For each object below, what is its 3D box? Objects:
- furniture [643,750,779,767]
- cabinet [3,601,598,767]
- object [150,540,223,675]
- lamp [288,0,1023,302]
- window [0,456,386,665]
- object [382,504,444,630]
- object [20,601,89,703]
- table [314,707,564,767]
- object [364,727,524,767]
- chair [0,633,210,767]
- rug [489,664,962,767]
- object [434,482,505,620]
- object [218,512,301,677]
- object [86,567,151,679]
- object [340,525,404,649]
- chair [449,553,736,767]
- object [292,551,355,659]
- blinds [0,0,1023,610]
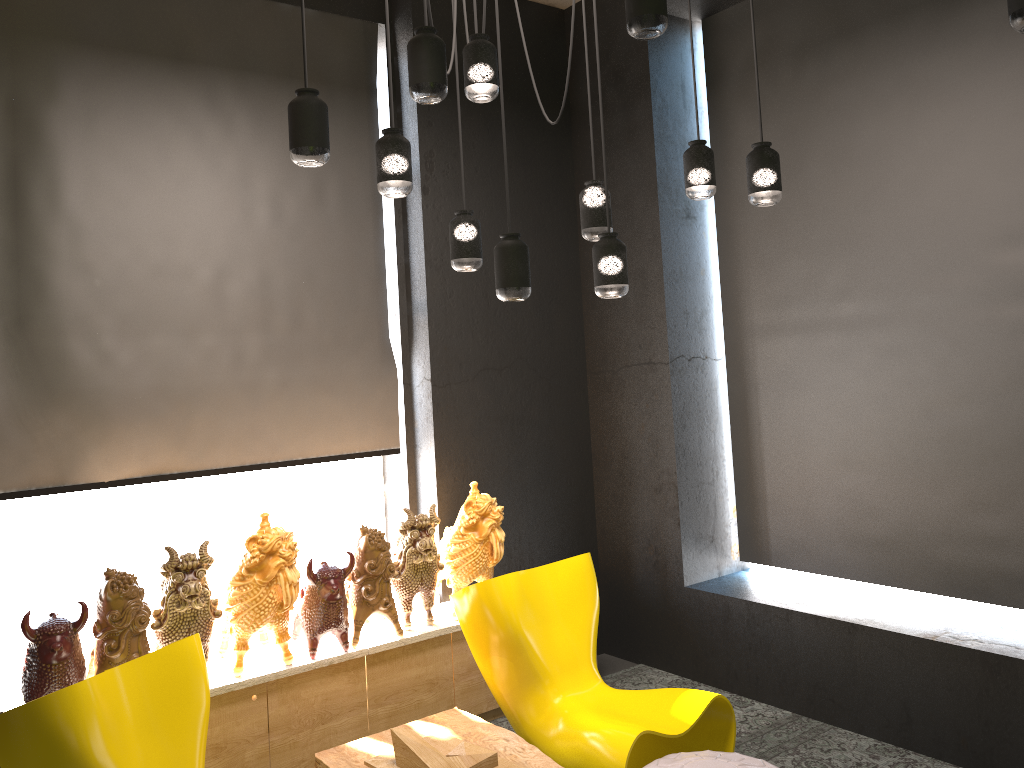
[{"bbox_3d":[0.663,1.454,2.833,0.615,0.421,0.608,-3,-1,-43],"label":"furniture"},{"bbox_3d":[-0.737,1.437,4.059,2.733,0.532,0.403,-4,-1,-37],"label":"cabinet"},{"bbox_3d":[-1.364,0.927,3.610,0.271,0.581,0.428,-1,-3,-44],"label":"object"},{"bbox_3d":[0.635,-1.451,2.328,2.842,2.280,2.671,-3,-1,7],"label":"lamp"},{"bbox_3d":[-1.721,-0.382,4.449,2.311,3.178,0.051,-2,-3,-37],"label":"window"},{"bbox_3d":[-0.506,0.867,4.252,0.271,0.581,0.428,-1,-3,-44],"label":"object"},{"bbox_3d":[-1.722,1.019,3.313,0.219,0.442,0.461,-2,-2,-32],"label":"object"},{"bbox_3d":[-0.243,1.535,3.223,0.695,0.310,0.826,-3,0,-37],"label":"table"},{"bbox_3d":[-0.244,1.312,3.175,0.351,0.137,0.518,-4,1,-42],"label":"object"},{"bbox_3d":[-1.019,1.294,2.684,1.067,0.900,0.657,-4,-2,23],"label":"chair"},{"bbox_3d":[0.111,1.665,3.210,3.601,0.010,2.183,-4,1,-37],"label":"rug"},{"bbox_3d":[-0.245,0.814,4.436,0.308,0.657,0.467,-2,-2,-32],"label":"object"},{"bbox_3d":[-1.102,0.873,3.794,0.308,0.657,0.467,-2,-2,-32],"label":"object"},{"bbox_3d":[-1.556,0.967,3.501,0.249,0.547,0.473,-2,-2,-29],"label":"object"},{"bbox_3d":[-0.699,0.907,4.143,0.249,0.547,0.473,-2,-2,-29],"label":"object"},{"bbox_3d":[0.265,1.205,3.636,0.659,0.899,1.065,-2,-2,-42],"label":"chair"},{"bbox_3d":[-0.865,0.960,3.955,0.219,0.442,0.461,-2,-2,-32],"label":"object"},{"bbox_3d":[-3.369,-0.347,2.278,12.724,3.321,3.512,-3,-1,-16],"label":"blinds"}]
